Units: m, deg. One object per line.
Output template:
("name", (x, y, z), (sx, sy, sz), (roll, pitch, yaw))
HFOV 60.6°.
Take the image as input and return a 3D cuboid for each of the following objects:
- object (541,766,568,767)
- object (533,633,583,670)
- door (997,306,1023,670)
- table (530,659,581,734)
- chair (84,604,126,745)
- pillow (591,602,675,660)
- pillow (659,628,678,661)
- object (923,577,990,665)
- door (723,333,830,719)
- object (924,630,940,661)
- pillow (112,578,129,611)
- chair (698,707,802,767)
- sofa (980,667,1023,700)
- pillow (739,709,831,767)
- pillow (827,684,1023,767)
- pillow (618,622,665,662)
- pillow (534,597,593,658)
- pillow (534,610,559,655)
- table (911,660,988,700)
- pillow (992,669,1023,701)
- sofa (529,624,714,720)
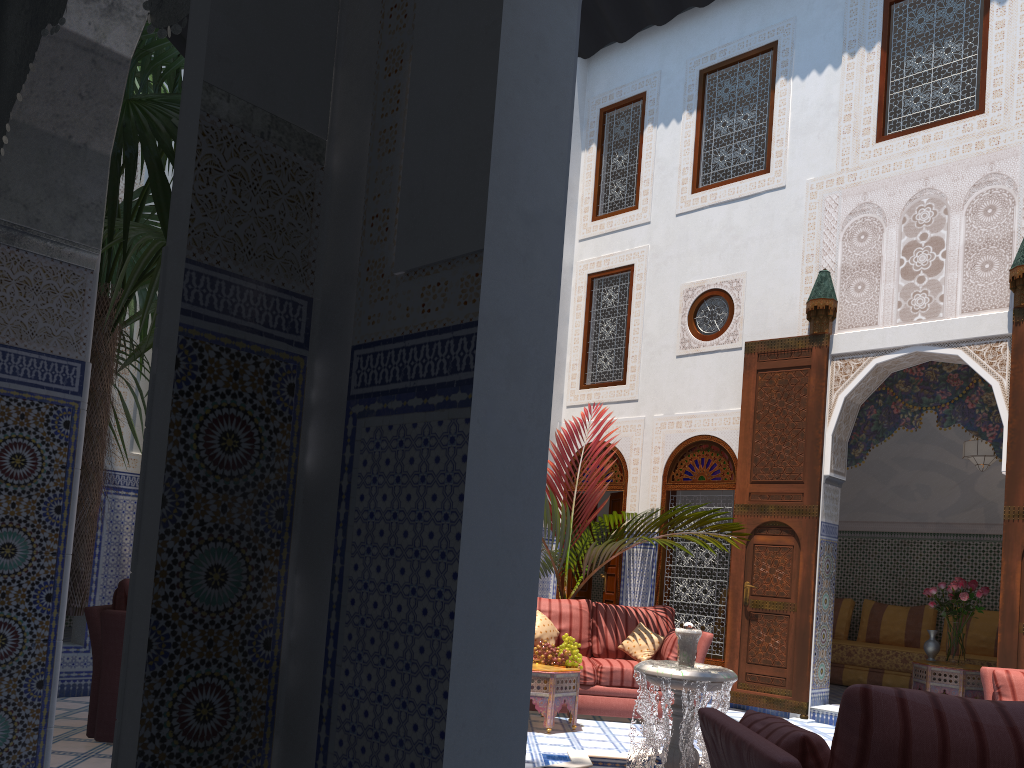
("object", (0.112, 0.910, 1.986), (0.119, 0.056, 0.119), (11, -12, -33))
("object", (0.253, 1.499, 4.863), (0.305, 0.237, 0.221), (0, -8, 24))
("door", (2.971, 0.786, 4.731), (0.582, 2.492, 0.125), (1, -5, 44))
("table", (0.092, 1.698, 4.809), (0.539, 0.320, 0.546), (-5, -13, 43))
("chair", (-1.420, 1.264, 3.855), (0.726, 0.535, 0.827), (5, -9, -1))
("pillow", (0.792, 1.606, 5.658), (0.560, 0.371, 0.325), (5, -7, -1))
("pillow", (1.004, 1.611, 5.316), (0.187, 0.239, 0.403), (4, -10, 0))
("object", (3.043, 1.624, 6.023), (0.336, 0.590, 0.452), (6, -7, -20))
("door", (1.762, 0.930, 5.848), (0.582, 2.492, 0.125), (2, -4, 39))
("object", (2.934, 1.827, 6.120), (0.107, 0.211, 0.106), (9, -6, -40))
("pillow", (-1.551, 1.045, 3.866), (0.301, 0.374, 0.592), (4, -9, -1))
("chair", (0.826, 0.986, 1.732), (0.811, 0.536, 0.739), (5, -9, -1))
("sofa", (2.555, 1.482, 3.446), (0.731, 0.533, 1.387), (5, -11, -1))
("pillow", (0.605, 0.860, 1.922), (0.187, 0.239, 0.403), (4, -10, 0))
("pillow", (0.842, 0.747, 1.597), (0.581, 0.376, 0.306), (5, -7, -1))
("pillow", (0.806, 1.603, 5.438), (0.148, 0.233, 0.267), (10, -10, -44))
("pillow", (0.231, 1.561, 5.639), (0.581, 0.387, 0.295), (5, -6, -1))
("pillow", (0.196, 1.530, 5.384), (0.133, 0.271, 0.308), (0, -9, 45))
("table", (3.049, 2.089, 6.003), (0.539, 0.320, 0.546), (-5, -13, 43))
("pillow", (2.362, 1.428, 3.947), (0.379, 0.250, 0.190), (4, -6, 0))
("sofa", (0.490, 1.755, 5.481), (1.360, 0.535, 0.745), (5, -9, -1))
